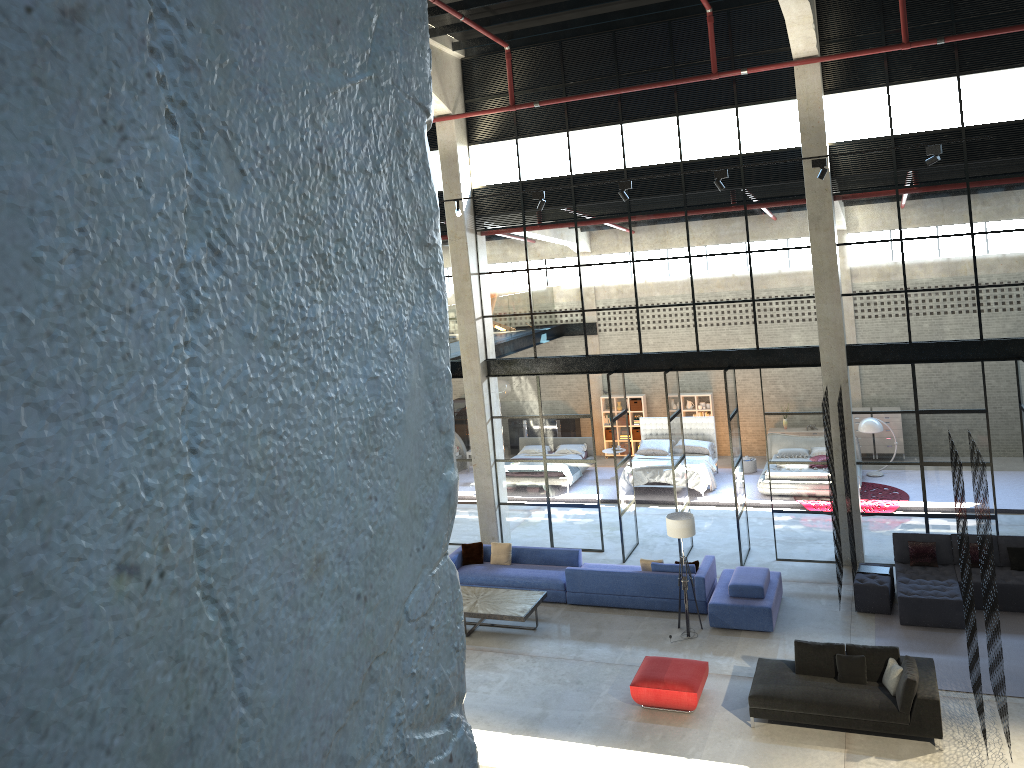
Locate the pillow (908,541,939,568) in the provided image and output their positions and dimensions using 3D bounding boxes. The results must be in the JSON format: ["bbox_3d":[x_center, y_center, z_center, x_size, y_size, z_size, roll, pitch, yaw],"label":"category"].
[{"bbox_3d":[6.536,2.708,13.955,0.412,0.345,0.237,-3,3,23],"label":"pillow"}]

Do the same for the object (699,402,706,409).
[{"bbox_3d":[5.206,0.582,23.964,0.174,0.169,0.175,-6,4,-10],"label":"object"}]

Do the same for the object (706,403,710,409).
[{"bbox_3d":[5.361,0.595,23.901,0.141,0.137,0.143,-2,5,40],"label":"object"}]

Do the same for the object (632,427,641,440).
[{"bbox_3d":[3.575,1.390,24.594,0.322,0.297,0.327,-3,5,23],"label":"object"}]

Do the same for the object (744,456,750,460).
[{"bbox_3d":[5.834,1.834,21.794,0.167,0.090,0.170,-1,8,36],"label":"object"}]

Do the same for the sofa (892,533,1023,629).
[{"bbox_3d":[7.837,2.919,12.791,4.134,0.868,1.846,-2,7,22],"label":"sofa"}]

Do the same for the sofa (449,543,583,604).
[{"bbox_3d":[0.003,3.337,15.567,2.327,0.604,1.065,-2,7,22],"label":"sofa"}]

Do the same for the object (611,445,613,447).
[{"bbox_3d":[2.893,1.856,24.863,0.140,0.235,0.138,-6,2,-31],"label":"object"}]

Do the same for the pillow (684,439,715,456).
[{"bbox_3d":[4.475,1.539,21.640,0.975,0.291,0.700,-2,7,25],"label":"pillow"}]

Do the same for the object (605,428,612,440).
[{"bbox_3d":[2.847,1.415,24.893,0.322,0.297,0.327,-3,5,23],"label":"object"}]

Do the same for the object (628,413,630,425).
[{"bbox_3d":[3.182,0.991,24.743,0.322,0.297,0.327,-3,5,23],"label":"object"}]

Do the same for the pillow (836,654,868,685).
[{"bbox_3d":[4.098,3.434,10.586,0.341,0.307,0.188,-3,2,20],"label":"pillow"}]

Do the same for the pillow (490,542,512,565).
[{"bbox_3d":[-0.197,3.066,15.831,0.400,0.381,0.208,-3,2,23],"label":"pillow"}]

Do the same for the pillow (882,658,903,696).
[{"bbox_3d":[4.483,3.435,10.306,0.208,0.315,0.343,-5,4,1],"label":"pillow"}]

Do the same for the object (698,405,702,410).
[{"bbox_3d":[5.114,0.634,23.855,0.115,0.112,0.117,-3,4,25],"label":"object"}]

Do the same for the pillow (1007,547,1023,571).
[{"bbox_3d":[7.818,2.691,13.435,0.382,0.335,0.220,-3,3,20],"label":"pillow"}]

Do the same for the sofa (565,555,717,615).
[{"bbox_3d":[2.157,3.218,14.669,2.327,0.722,1.065,-2,6,22],"label":"sofa"}]

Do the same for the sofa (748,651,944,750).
[{"bbox_3d":[3.981,3.712,10.566,2.098,0.561,1.093,-2,7,23],"label":"sofa"}]

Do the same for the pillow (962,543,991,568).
[{"bbox_3d":[7.227,2.676,13.681,0.404,0.377,0.193,-3,2,23],"label":"pillow"}]

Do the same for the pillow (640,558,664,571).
[{"bbox_3d":[2.319,3.049,14.408,0.400,0.381,0.208,-3,2,23],"label":"pillow"}]

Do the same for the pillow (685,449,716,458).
[{"bbox_3d":[4.516,1.622,21.708,0.955,0.330,0.723,-2,7,23],"label":"pillow"}]

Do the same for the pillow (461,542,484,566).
[{"bbox_3d":[-0.716,3.092,15.999,0.398,0.371,0.260,-5,2,1],"label":"pillow"}]

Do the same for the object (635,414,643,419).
[{"bbox_3d":[3.568,0.923,24.609,0.259,0.134,0.059,-2,2,22],"label":"object"}]

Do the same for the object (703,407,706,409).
[{"bbox_3d":[5.219,0.656,23.812,0.066,0.063,0.065,-6,4,-20],"label":"object"}]

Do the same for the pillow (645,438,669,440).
[{"bbox_3d":[3.784,1.556,22.146,1.049,0.322,0.494,-2,6,22],"label":"pillow"}]

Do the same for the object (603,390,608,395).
[{"bbox_3d":[2.698,0.243,25.073,0.232,0.151,0.053,-3,1,20],"label":"object"}]

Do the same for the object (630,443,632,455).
[{"bbox_3d":[3.246,1.814,24.741,0.322,0.297,0.327,-3,5,23],"label":"object"}]

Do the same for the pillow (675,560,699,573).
[{"bbox_3d":[2.839,3.033,14.240,0.398,0.371,0.260,-5,2,1],"label":"pillow"}]

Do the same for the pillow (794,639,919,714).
[{"bbox_3d":[4.240,3.407,10.566,0.749,0.417,1.580,-10,9,-38],"label":"pillow"}]

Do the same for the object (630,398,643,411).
[{"bbox_3d":[3.515,0.579,24.595,0.322,0.297,0.327,-3,5,23],"label":"object"}]

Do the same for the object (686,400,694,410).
[{"bbox_3d":[4.873,0.566,24.007,0.166,0.251,0.165,-6,2,-22],"label":"object"}]

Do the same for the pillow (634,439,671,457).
[{"bbox_3d":[3.581,1.610,21.900,1.022,0.373,0.673,-2,7,26],"label":"pillow"}]
